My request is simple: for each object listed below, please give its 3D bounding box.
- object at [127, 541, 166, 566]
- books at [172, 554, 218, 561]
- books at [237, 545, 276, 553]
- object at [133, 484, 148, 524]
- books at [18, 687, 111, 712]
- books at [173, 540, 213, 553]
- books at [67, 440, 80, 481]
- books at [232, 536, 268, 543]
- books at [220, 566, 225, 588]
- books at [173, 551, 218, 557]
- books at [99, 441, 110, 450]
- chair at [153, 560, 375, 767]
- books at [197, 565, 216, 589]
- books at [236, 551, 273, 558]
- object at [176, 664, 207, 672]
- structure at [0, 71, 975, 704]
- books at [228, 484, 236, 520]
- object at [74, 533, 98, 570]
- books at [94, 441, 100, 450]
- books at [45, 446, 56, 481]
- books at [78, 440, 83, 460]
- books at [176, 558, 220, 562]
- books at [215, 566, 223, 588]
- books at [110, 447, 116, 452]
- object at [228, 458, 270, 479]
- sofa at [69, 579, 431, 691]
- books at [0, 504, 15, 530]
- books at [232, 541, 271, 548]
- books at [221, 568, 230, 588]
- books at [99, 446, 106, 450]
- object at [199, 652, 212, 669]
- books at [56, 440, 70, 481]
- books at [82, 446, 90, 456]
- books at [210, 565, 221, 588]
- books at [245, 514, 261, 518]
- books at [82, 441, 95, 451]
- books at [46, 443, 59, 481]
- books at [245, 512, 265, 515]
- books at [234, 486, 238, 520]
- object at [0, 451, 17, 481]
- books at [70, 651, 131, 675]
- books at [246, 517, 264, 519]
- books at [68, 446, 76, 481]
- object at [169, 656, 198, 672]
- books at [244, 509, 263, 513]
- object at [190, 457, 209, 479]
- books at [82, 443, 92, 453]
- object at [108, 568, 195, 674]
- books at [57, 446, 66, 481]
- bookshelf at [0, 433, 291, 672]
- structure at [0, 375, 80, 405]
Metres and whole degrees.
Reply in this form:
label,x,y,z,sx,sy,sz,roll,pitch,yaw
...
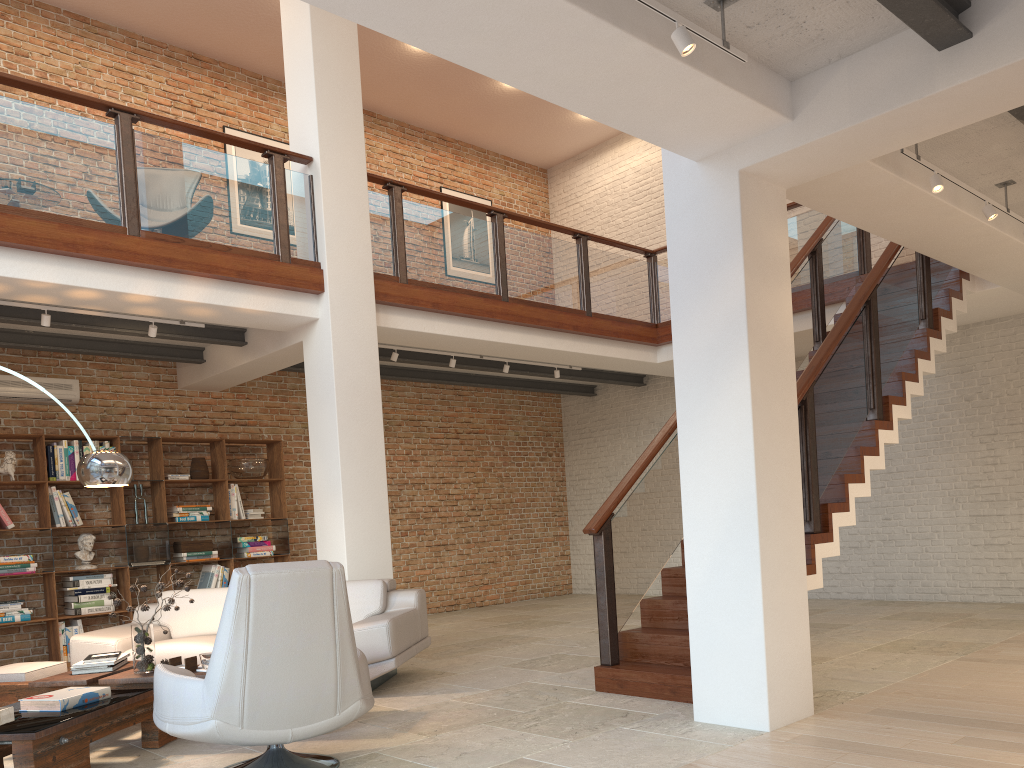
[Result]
label,x,y,z,sx,sy,sz,roll,pitch,yaw
object,-3.657,1.679,8.632,0.335,0.231,0.287,2,-7,-43
books,-3.286,1.800,9.047,0.247,0.036,0.380,-11,-12,41
books,-2.788,1.799,9.492,0.258,0.055,0.327,-11,-12,41
object,-3.672,1.187,8.607,0.121,0.396,0.062,-4,1,-40
books,-2.211,1.560,4.323,0.256,0.056,0.329,-6,-9,17
books,-3.294,1.680,9.008,0.335,0.117,0.215,4,-10,-43
books,-4.145,0.735,8.243,0.036,0.381,0.246,-5,0,-43
books,-2.847,1.685,9.455,0.326,0.055,0.258,2,-10,-33
books,-3.121,2.096,9.183,0.097,0.352,0.274,-4,-2,-43
books,-3.276,1.757,9.011,0.380,0.036,0.247,5,-13,-44
books,-3.946,0.755,8.443,0.036,0.381,0.246,-5,0,-43
chair,-1.091,1.317,4.018,1.024,1.008,0.983,-2,-4,-27
books,-3.209,2.079,9.107,0.162,0.370,0.246,-3,-2,-43
books,-2.803,1.853,9.476,0.326,0.055,0.258,4,-12,-40
object,-1.744,1.603,4.957,0.250,0.034,0.273,-7,-10,18
structure,1.817,-0.335,4.653,10.154,4.100,14.028,4,-11,-43
books,-3.018,1.261,9.281,0.036,0.381,0.246,-5,0,-43
object,-4.061,1.592,8.292,0.195,0.348,0.195,-3,-1,-28
books,-4.015,0.749,8.379,0.036,0.381,0.246,-5,0,-43
books,-4.317,0.752,8.110,0.055,0.327,0.257,-5,-1,-43
books,-4.125,0.739,8.275,0.036,0.381,0.246,-5,0,-43
books,-3.265,1.827,9.047,0.356,0.020,0.275,5,-13,-44
books,-3.130,2.090,9.162,0.097,0.352,0.274,-4,-2,-43
books,-3.920,0.789,8.489,0.055,0.327,0.257,-5,-1,-43
object,-2.846,0.931,9.440,0.438,0.217,0.441,-3,-7,-2
sofa,-1.854,1.874,6.423,2.333,0.751,1.155,-5,-6,7
books,-4.615,1.155,7.829,0.194,0.316,0.257,-2,-3,-43
books,-2.831,1.742,9.468,0.326,0.055,0.258,5,-12,-43
books,-3.078,2.104,9.203,0.115,0.331,0.257,-4,-2,-43
books,-3.976,0.779,8.407,0.055,0.327,0.257,-5,-1,-43
object,-1.702,1.552,4.885,0.091,0.084,0.092,-4,-4,6
books,-4.218,0.730,8.183,0.036,0.381,0.246,-5,0,-43
books,-4.079,0.767,8.297,0.055,0.327,0.257,-5,-1,-43
books,-3.162,2.077,9.118,0.160,0.370,0.246,-3,-2,-43
books,-2.816,1.432,9.460,0.132,0.033,0.209,2,-11,-33
books,-4.051,0.749,8.363,0.036,0.381,0.246,-5,0,-43
books,-4.289,0.740,8.135,0.020,0.357,0.274,-5,-1,-43
books,-2.815,1.407,9.468,0.171,0.018,0.239,4,-12,-40
books,-3.003,1.278,9.308,0.020,0.357,0.274,-5,-1,-43
object,-4.565,0.732,7.788,0.251,0.281,0.131,-1,-2,-35
books,-2.481,1.677,5.256,0.250,0.073,0.406,-2,-9,-11
books,-2.819,1.462,9.477,0.170,0.018,0.240,3,-11,-35
books,-4.192,0.763,8.226,0.055,0.327,0.257,-5,-1,-43
object,-1.846,1.576,4.898,0.115,0.081,0.094,-5,-5,19
books,-2.819,1.380,9.459,0.208,0.033,0.133,-10,-11,36
object,-3.235,0.881,9.018,0.193,0.231,0.195,-4,-3,4
books,-4.062,0.758,8.334,0.020,0.357,0.274,-5,-1,-43
object,-2.042,1.357,5.079,0.318,0.602,0.544,-4,-3,17
books,-4.248,0.754,8.149,0.055,0.327,0.257,-5,-1,-43
bookshelf,-3.671,1.634,8.643,3.031,2.181,0.368,2,-3,-43
structure,-4.490,0.056,8.116,0.813,0.217,0.202,4,-8,-43
